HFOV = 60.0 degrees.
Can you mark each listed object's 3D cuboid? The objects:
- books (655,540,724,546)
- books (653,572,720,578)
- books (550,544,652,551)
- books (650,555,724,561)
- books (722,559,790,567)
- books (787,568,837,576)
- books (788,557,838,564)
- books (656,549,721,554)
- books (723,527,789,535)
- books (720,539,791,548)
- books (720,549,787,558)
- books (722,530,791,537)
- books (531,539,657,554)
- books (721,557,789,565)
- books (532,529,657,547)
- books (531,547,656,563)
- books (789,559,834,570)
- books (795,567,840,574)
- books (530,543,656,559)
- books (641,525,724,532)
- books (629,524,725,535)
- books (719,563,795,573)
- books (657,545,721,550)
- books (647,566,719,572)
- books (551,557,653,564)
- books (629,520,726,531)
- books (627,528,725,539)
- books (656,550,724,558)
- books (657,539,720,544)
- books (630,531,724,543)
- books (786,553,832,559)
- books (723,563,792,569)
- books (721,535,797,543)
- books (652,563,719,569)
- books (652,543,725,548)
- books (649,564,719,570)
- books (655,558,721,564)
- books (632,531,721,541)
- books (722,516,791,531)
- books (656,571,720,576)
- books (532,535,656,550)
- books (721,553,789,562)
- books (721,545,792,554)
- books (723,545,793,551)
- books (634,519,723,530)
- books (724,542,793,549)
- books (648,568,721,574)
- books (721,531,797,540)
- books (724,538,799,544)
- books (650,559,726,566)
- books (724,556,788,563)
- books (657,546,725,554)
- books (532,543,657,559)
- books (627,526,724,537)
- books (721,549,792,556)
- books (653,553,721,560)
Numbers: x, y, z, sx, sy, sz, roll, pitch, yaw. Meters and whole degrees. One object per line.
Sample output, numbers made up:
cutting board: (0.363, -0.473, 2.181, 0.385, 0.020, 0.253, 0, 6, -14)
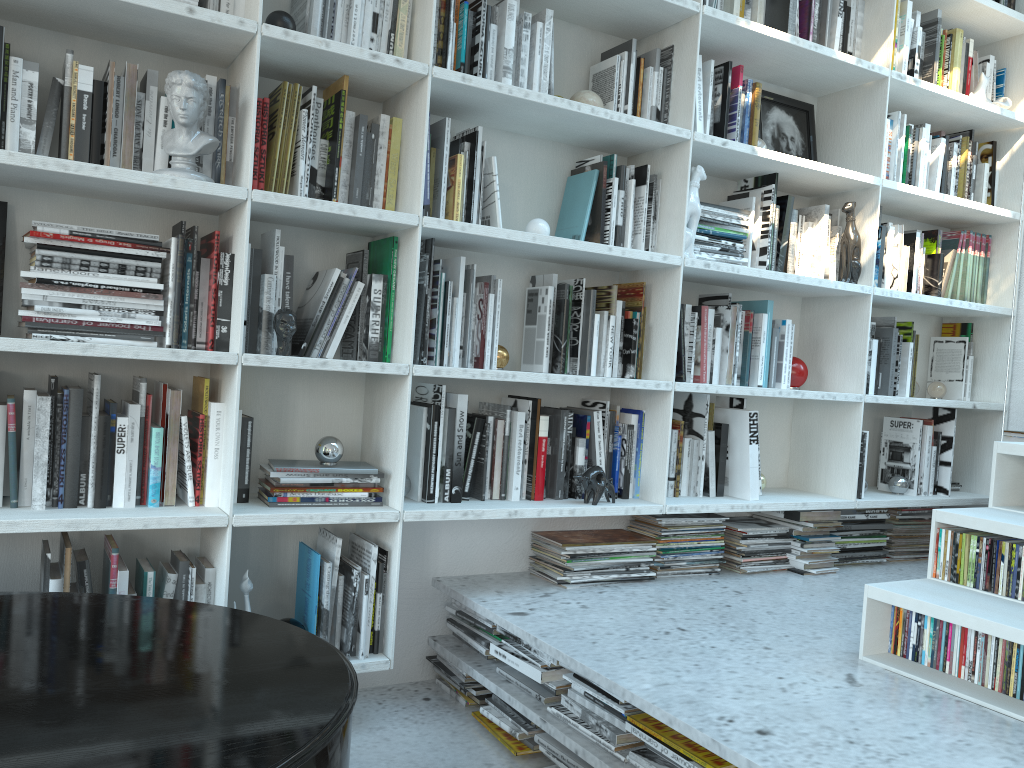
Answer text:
books: (0.541, 0.512, 2.941, 0.285, 0.007, 0.159, 3, 1, -30)
books: (0.536, 0.615, 2.937, 0.254, 0.007, 0.160, 3, 1, -27)
books: (0.255, 0.494, 2.771, 0.308, 0.008, 0.195, 3, 1, -28)
books: (0.540, 0.560, 2.938, 0.285, 0.007, 0.159, 3, 1, -28)
books: (0.858, 0.610, 3.126, 0.368, 0.007, 0.205, 3, 1, -29)
books: (0.993, 0.644, 3.157, 0.159, 0.012, 0.278, 3, 1, -27)
books: (0.990, 0.600, 3.152, 0.168, 0.008, 0.281, 3, 1, -34)
books: (0.540, 0.540, 2.939, 0.254, 0.007, 0.160, 3, 1, -29)
books: (0.871, 0.496, 3.111, 0.368, 0.007, 0.205, 3, 1, -35)
books: (0.865, 0.543, 3.118, 0.328, 0.008, 0.207, 3, 1, -33)
books: (0.861, 0.580, 3.122, 0.328, 0.008, 0.207, 3, 1, -28)
books: (0.865, 0.511, 3.120, 0.328, 0.008, 0.207, 3, 1, -28)
books: (0.254, 0.501, 2.772, 0.346, 0.007, 0.193, 3, 1, -28)
books: (0.857, 0.602, 3.128, 0.328, 0.008, 0.207, 3, 1, -30)
books: (0.256, 0.479, 2.771, 0.346, 0.007, 0.193, 3, 1, -28)
books: (0.254, 0.524, 2.770, 0.346, 0.007, 0.193, 3, 1, -33)
books: (0.998, 0.617, 3.158, 0.160, 0.025, 0.243, 3, 1, -31)
books: (1.003, 0.634, 3.162, 0.131, 0.008, 0.291, 3, 1, -34)
books: (0.253, 0.516, 2.772, 0.346, 0.007, 0.193, 3, 1, -28)
books: (0.548, 0.468, 2.931, 0.254, 0.006, 0.160, 3, 1, -26)
books: (0.546, 0.474, 2.930, 0.285, 0.005, 0.159, 3, 1, -34)
books: (0.861, 0.626, 3.119, 0.328, 0.008, 0.207, 3, 1, -34)
books: (0.541, 0.526, 2.939, 0.254, 0.007, 0.160, 3, 1, -29)
books: (0.534, 0.594, 2.942, 0.254, 0.007, 0.160, 3, 1, -30)
books: (0.256, 0.531, 2.766, 0.308, 0.008, 0.195, 3, 1, -25)
books: (0.548, 0.463, 2.933, 0.285, 0.005, 0.159, 3, 1, -33)
books: (0.541, 0.489, 2.936, 0.285, 0.005, 0.159, 3, 1, -29)
books: (0.543, 0.547, 2.933, 0.285, 0.007, 0.159, 3, 1, -34)
books: (0.539, 0.506, 2.938, 0.254, 0.006, 0.160, 3, 1, -30)
books: (0.541, 0.500, 2.935, 0.285, 0.005, 0.159, 3, 1, -32)
books: (0.991, 0.590, 3.152, 0.183, 0.012, 0.205, 3, 1, -31)
books: (0.860, 0.618, 3.121, 0.328, 0.008, 0.207, 3, 1, -27)
books: (0.863, 0.527, 3.123, 0.368, 0.007, 0.205, 3, 1, -31)
books: (0.539, 0.581, 2.933, 0.285, 0.007, 0.159, 3, 1, -34)
books: (0.541, 0.519, 2.939, 0.285, 0.007, 0.159, 3, 1, -29)
books: (0.535, 0.587, 2.940, 0.254, 0.007, 0.160, 3, 1, -29)
books: (0.542, 0.568, 2.935, 0.254, 0.007, 0.160, 3, 1, -34)
books: (0.541, 0.495, 2.936, 0.254, 0.006, 0.160, 3, 1, -31)
books: (0.866, 0.488, 3.119, 0.368, 0.007, 0.205, 3, 1, -28)
books: (0.533, 0.608, 2.943, 0.285, 0.007, 0.159, 3, 1, -30)
books: (0.255, 0.486, 2.771, 0.346, 0.007, 0.193, 3, 1, -32)
books: (0.862, 0.588, 3.120, 0.368, 0.007, 0.205, 3, 1, -33)
books: (0.860, 0.565, 3.124, 0.368, 0.007, 0.205, 3, 1, -29)
books: (0.861, 0.557, 3.124, 0.328, 0.008, 0.207, 3, 1, -29)
books: (0.550, 0.458, 2.929, 0.254, 0.006, 0.160, 3, 1, -35)
books: (0.864, 0.550, 3.118, 0.368, 0.007, 0.205, 3, 1, -27)
books: (0.538, 0.602, 2.934, 0.254, 0.007, 0.160, 3, 1, -26)
books: (0.869, 0.520, 3.113, 0.328, 0.008, 0.207, 3, 1, -25)
books: (0.864, 0.535, 3.120, 0.328, 0.008, 0.207, 3, 1, -28)
books: (0.543, 0.575, 2.932, 0.285, 0.007, 0.159, 3, 1, -25)
books: (0.858, 0.595, 3.125, 0.328, 0.008, 0.207, 3, 1, -31)
books: (0.545, 0.533, 2.931, 0.285, 0.007, 0.159, 3, 1, -35)
books: (0.258, 0.509, 2.764, 0.346, 0.007, 0.193, 3, 1, -35)
books: (0.541, 0.484, 2.936, 0.285, 0.005, 0.159, 3, 1, -31)
books: (0.861, 0.572, 3.122, 0.328, 0.008, 0.207, 3, 1, -32)
books: (0.542, 0.553, 2.934, 0.254, 0.007, 0.160, 3, 1, -34)
